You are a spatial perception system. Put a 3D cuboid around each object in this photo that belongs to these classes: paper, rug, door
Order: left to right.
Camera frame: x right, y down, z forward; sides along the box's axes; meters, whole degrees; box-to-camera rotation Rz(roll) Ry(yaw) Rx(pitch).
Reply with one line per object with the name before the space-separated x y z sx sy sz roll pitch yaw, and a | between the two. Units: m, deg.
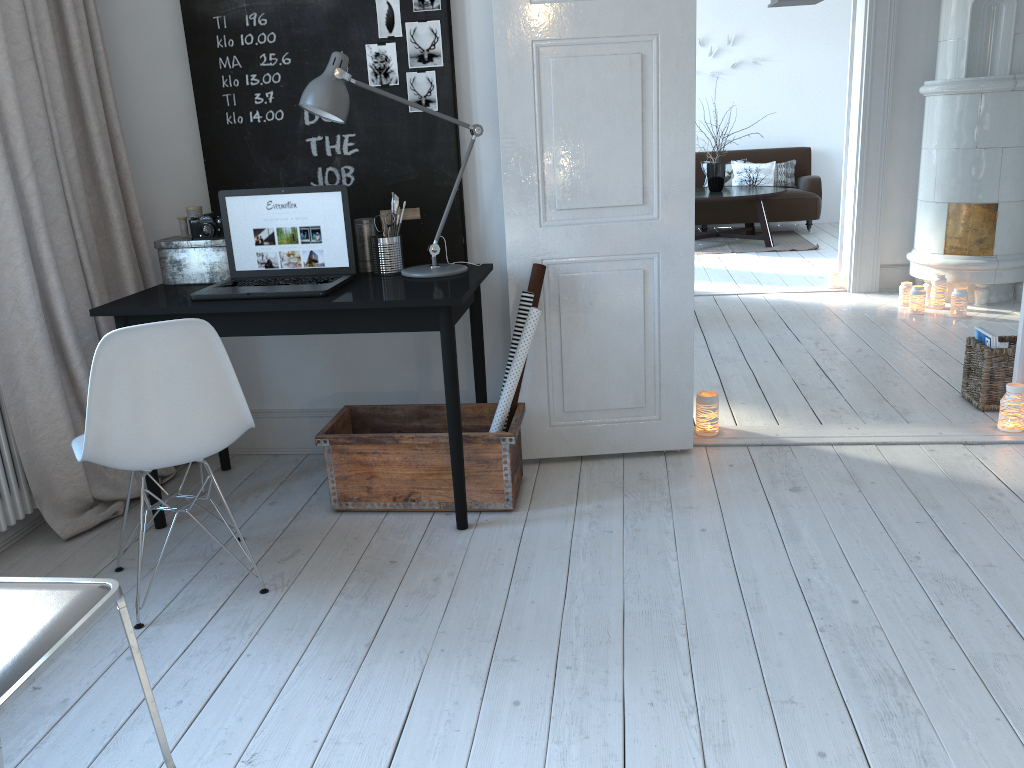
paper | -0.022 0.058 3.018 0.283 0.630 0.040 -7 18 -13
paper | -0.016 0.024 3.069 0.266 0.672 0.043 -16 21 -35
paper | 0.017 -0.037 3.120 0.296 0.751 0.048 -16 21 -35
rug | 2.025 -1.422 8.774 1.710 0.055 1.448 -1 16 8
door | 1.628 -1.853 5.939 2.599 2.518 0.574 -1 17 7
door | 1.273 -0.997 3.086 2.599 2.518 0.574 -1 17 7

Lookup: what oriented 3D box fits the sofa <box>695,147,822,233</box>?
sofa | 2.098 -2.020 9.378 2.165 0.829 0.963 -1 17 7

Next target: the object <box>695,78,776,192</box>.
object | 2.066 -2.363 8.378 0.845 1.071 0.523 -10 18 -20

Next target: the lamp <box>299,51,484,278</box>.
lamp | -0.370 -0.711 2.915 0.616 0.719 0.229 -10 18 -20

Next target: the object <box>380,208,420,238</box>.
object | -0.383 -0.506 3.108 0.138 0.210 0.034 -7 18 -12

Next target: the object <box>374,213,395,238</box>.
object | -0.444 -0.490 3.075 0.081 0.199 0.050 7 20 31

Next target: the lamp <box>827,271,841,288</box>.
lamp | 2.263 -0.730 6.229 0.093 0.110 0.093 4 18 24

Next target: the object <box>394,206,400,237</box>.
object | -0.406 -0.497 3.063 0.009 0.223 0.082 9 21 35

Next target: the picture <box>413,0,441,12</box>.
picture | -0.290 -1.303 3.005 0.095 0.072 0.001 -1 17 7

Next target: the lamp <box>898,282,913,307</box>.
lamp | 2.485 -0.567 5.593 0.084 0.147 0.083 0 17 12

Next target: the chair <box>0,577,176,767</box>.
chair | -0.982 0.496 1.469 0.562 0.801 0.522 -1 17 7

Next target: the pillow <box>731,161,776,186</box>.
pillow | 2.517 -2.183 9.266 0.471 0.310 0.187 -1 17 8

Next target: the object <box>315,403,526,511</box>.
object | -0.295 0.255 3.083 0.665 0.284 0.338 -1 17 7

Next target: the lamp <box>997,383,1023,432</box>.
lamp | 1.908 0.090 3.376 0.093 0.180 0.092 -6 17 -9

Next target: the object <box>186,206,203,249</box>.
object | -1.122 -0.546 3.088 0.056 0.131 0.166 -1 17 6

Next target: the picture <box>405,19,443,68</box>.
picture | -0.301 -1.170 3.047 0.121 0.153 0.002 -1 17 7

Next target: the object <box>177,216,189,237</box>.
object | -1.169 -0.560 3.158 0.040 0.069 0.039 -4 17 -4

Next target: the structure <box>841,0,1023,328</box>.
structure | 2.732 -1.797 5.250 1.245 2.842 0.798 -16 21 -35

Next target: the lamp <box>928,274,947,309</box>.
lamp | 2.628 -0.572 5.470 0.098 0.211 0.097 0 17 12

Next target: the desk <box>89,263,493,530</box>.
desk | -0.661 0.034 3.058 1.159 0.763 0.647 -1 17 7

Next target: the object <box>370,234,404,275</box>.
object | -0.432 -0.448 3.076 0.108 0.129 0.108 4 18 22

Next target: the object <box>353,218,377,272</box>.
object | -0.514 -0.491 3.148 0.079 0.189 0.078 -7 17 -13

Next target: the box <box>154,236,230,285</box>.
box | -1.079 -0.444 3.140 0.317 0.153 0.192 -1 17 7

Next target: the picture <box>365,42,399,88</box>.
picture | -0.451 -1.110 3.085 0.107 0.151 0.001 -1 17 7

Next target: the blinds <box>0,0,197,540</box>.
blinds | -1.448 -0.843 2.812 0.225 2.661 0.827 -1 17 7

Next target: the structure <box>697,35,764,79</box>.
structure | 2.139 -3.439 9.410 1.025 0.481 0.085 -1 17 7

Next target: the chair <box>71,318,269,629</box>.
chair | -0.955 0.187 2.471 0.473 0.828 0.552 -12 19 -26

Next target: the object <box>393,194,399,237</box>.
object | -0.409 -0.521 3.066 0.062 0.265 0.012 -17 22 -38

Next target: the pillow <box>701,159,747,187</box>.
pillow | 2.237 -2.191 9.378 0.473 0.349 0.157 -2 17 6

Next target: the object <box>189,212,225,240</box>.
object | -1.037 -0.534 3.010 0.137 0.088 0.073 -1 17 7

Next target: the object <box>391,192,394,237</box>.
object | -0.413 -0.524 3.065 0.008 0.269 0.060 4 19 23

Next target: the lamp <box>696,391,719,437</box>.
lamp | 0.774 0.118 3.513 0.089 0.167 0.088 -3 17 0

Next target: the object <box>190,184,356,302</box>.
object | -0.771 -0.454 2.828 0.445 0.317 0.324 -1 17 7

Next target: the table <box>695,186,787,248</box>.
table | 2.008 -1.630 8.683 1.300 0.506 1.293 -4 16 -2

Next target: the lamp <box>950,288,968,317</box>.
lamp | 2.642 -0.482 5.238 0.089 0.167 0.088 -1 17 6

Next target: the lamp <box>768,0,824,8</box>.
lamp | 1.312 -2.661 3.967 0.228 1.771 0.227 -2 17 4

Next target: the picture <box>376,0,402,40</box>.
picture | -0.421 -1.256 3.036 0.083 0.146 0.002 -1 17 7

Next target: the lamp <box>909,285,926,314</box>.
lamp | 2.457 -0.510 5.372 0.089 0.167 0.088 -1 17 9

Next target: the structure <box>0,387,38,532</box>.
structure | -1.737 0.321 2.284 0.195 0.550 1.498 -1 17 7

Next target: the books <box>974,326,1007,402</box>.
books | 2.048 -0.079 3.689 0.201 0.301 0.178 -1 17 7

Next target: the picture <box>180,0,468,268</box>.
picture | -0.671 -0.994 3.181 0.953 1.178 0.063 -1 17 7

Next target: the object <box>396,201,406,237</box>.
object | -0.395 -0.505 3.053 0.084 0.241 0.009 -8 18 -15

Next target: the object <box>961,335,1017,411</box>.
object | 2.063 -0.048 3.696 0.270 0.266 0.222 -1 17 7

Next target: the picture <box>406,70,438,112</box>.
picture | -0.314 -1.023 3.095 0.103 0.137 0.001 -1 17 7

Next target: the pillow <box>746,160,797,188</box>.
pillow | 2.730 -2.207 9.350 0.542 0.289 0.182 -1 17 8
